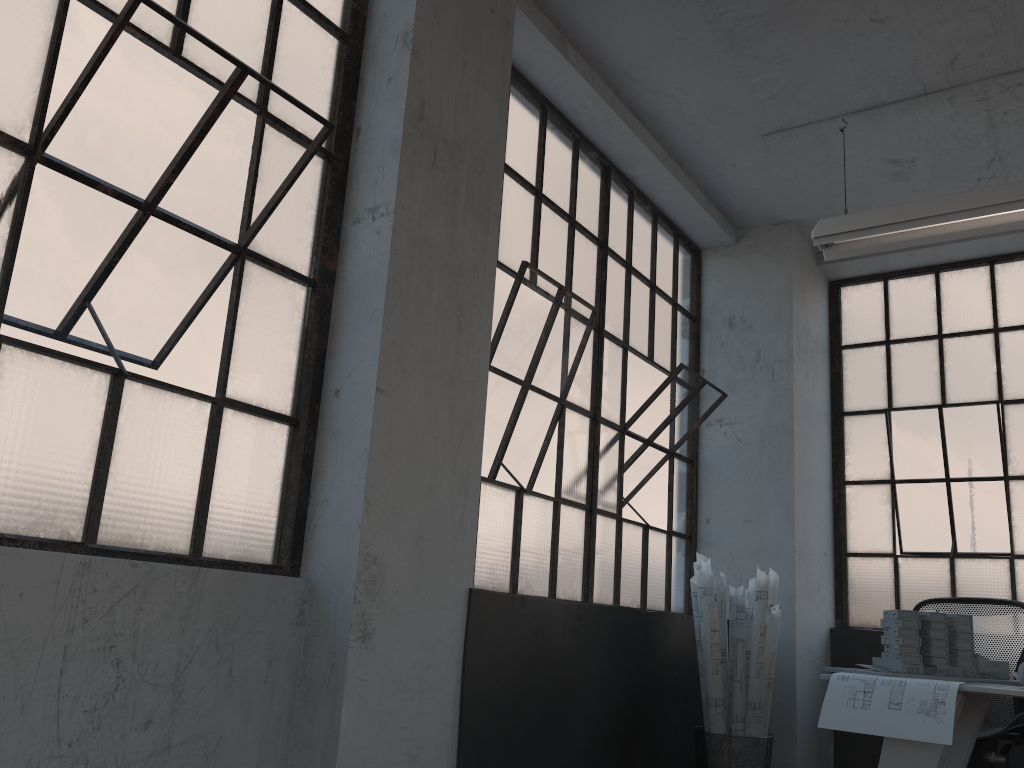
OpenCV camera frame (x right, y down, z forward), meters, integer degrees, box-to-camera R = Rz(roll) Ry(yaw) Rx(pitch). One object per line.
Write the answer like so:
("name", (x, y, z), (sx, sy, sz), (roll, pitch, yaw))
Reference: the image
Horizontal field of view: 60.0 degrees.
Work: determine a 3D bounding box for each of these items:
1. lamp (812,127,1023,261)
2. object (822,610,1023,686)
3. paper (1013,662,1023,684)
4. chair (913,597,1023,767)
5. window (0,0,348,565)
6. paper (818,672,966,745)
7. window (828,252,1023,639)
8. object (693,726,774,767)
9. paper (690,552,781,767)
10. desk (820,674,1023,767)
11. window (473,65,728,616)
("lamp", (2.228, -0.999, 3.718), (1.880, 0.624, 0.203), (-6, -17, 33))
("object", (1.693, 1.025, 3.555), (0.736, 0.304, 0.436), (7, -15, -10))
("paper", (2.454, 1.086, 3.170), (1.076, 0.105, 0.980), (-6, -18, 33))
("chair", (2.164, 1.544, 4.185), (0.771, 1.078, 0.797), (-4, -16, 28))
("window", (-1.286, -0.839, 1.906), (0.670, 2.245, 2.469), (-5, -17, 33))
("paper", (1.327, 1.121, 3.093), (0.440, 0.182, 0.437), (-6, -18, 32))
("window", (3.127, 0.299, 5.012), (2.594, 2.375, 0.673), (-6, -17, 33))
("object", (0.975, 1.744, 3.915), (0.355, 0.395, 0.356), (-8, -19, 40))
("paper", (1.018, 1.363, 4.058), (0.412, 1.190, 0.443), (1, -14, 12))
("desk", (2.236, 1.420, 2.989), (2.059, 0.693, 1.070), (-6, -18, 33))
("window", (0.415, -0.057, 4.371), (0.670, 2.375, 2.604), (-5, -17, 33))
